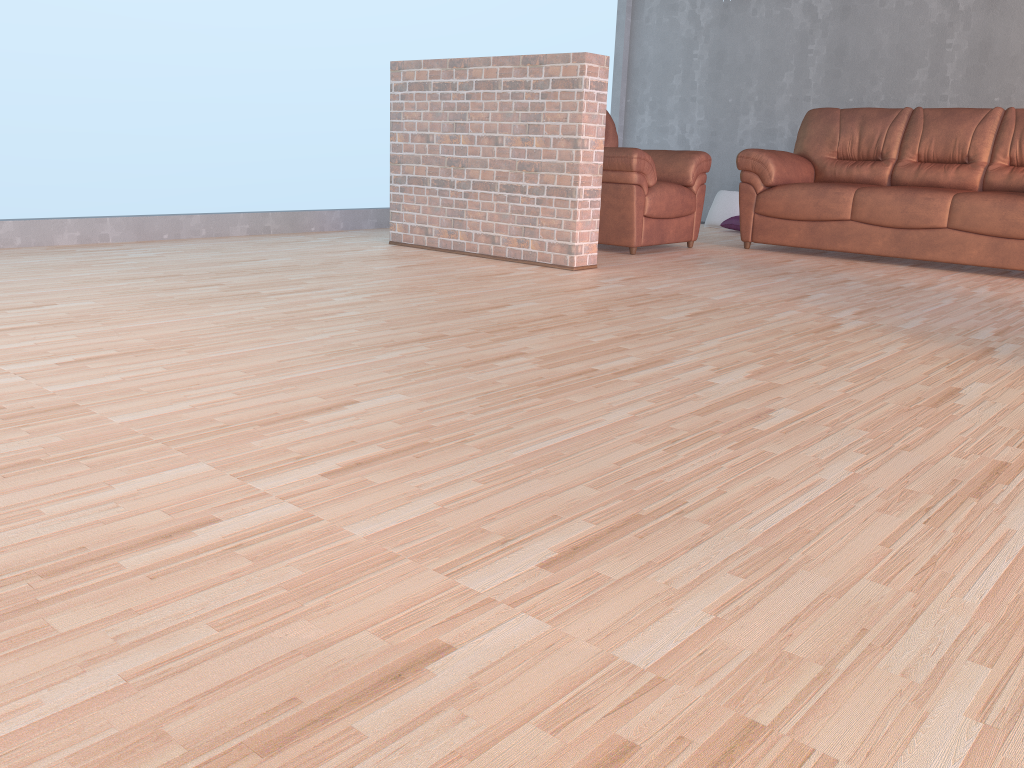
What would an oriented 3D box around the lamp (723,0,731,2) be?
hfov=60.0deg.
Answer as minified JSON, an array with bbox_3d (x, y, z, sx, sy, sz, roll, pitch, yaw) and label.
[{"bbox_3d":[1.820,-3.363,7.403,0.165,0.319,0.168,15,19,39],"label":"lamp"}]

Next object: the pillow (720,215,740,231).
[{"bbox_3d":[1.968,-1.327,7.327,0.365,0.130,0.392,-6,17,-28],"label":"pillow"}]

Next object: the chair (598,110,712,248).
[{"bbox_3d":[0.667,-1.390,5.769,0.936,0.879,0.970,14,19,38],"label":"chair"}]

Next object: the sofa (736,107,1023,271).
[{"bbox_3d":[2.610,-1.284,5.572,2.202,0.923,0.981,15,19,39],"label":"sofa"}]

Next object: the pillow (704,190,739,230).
[{"bbox_3d":[1.846,-1.489,7.605,0.327,0.326,0.241,16,20,42],"label":"pillow"}]

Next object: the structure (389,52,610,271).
[{"bbox_3d":[-0.131,-1.245,4.926,1.422,1.057,0.211,15,19,39],"label":"structure"}]
